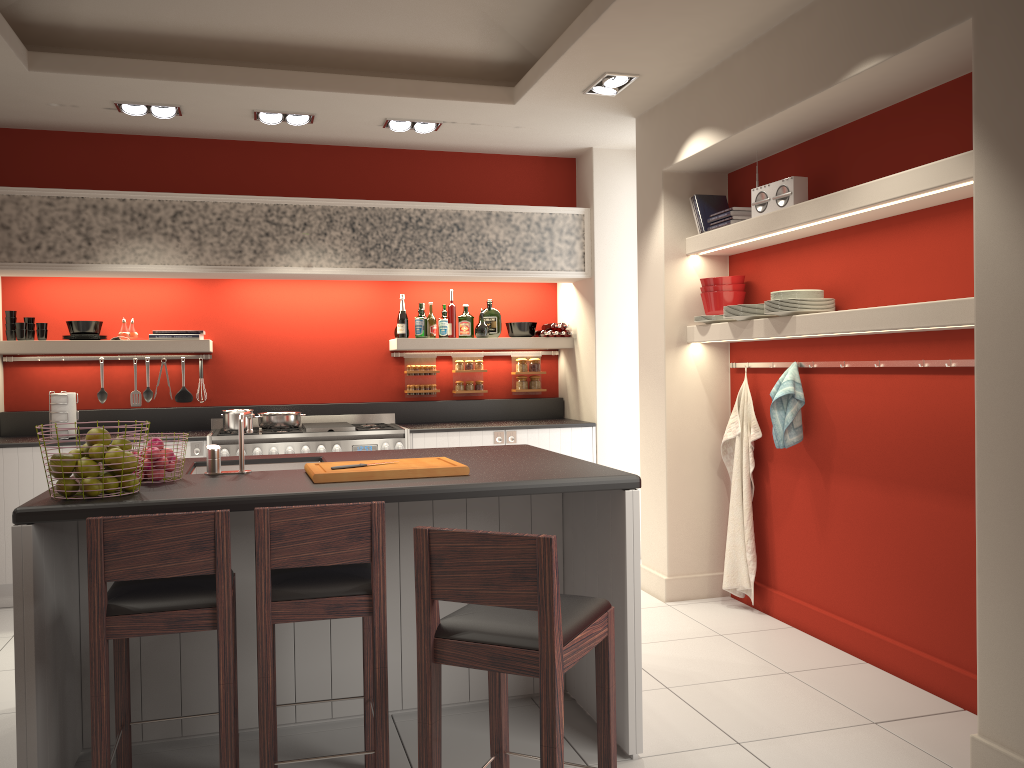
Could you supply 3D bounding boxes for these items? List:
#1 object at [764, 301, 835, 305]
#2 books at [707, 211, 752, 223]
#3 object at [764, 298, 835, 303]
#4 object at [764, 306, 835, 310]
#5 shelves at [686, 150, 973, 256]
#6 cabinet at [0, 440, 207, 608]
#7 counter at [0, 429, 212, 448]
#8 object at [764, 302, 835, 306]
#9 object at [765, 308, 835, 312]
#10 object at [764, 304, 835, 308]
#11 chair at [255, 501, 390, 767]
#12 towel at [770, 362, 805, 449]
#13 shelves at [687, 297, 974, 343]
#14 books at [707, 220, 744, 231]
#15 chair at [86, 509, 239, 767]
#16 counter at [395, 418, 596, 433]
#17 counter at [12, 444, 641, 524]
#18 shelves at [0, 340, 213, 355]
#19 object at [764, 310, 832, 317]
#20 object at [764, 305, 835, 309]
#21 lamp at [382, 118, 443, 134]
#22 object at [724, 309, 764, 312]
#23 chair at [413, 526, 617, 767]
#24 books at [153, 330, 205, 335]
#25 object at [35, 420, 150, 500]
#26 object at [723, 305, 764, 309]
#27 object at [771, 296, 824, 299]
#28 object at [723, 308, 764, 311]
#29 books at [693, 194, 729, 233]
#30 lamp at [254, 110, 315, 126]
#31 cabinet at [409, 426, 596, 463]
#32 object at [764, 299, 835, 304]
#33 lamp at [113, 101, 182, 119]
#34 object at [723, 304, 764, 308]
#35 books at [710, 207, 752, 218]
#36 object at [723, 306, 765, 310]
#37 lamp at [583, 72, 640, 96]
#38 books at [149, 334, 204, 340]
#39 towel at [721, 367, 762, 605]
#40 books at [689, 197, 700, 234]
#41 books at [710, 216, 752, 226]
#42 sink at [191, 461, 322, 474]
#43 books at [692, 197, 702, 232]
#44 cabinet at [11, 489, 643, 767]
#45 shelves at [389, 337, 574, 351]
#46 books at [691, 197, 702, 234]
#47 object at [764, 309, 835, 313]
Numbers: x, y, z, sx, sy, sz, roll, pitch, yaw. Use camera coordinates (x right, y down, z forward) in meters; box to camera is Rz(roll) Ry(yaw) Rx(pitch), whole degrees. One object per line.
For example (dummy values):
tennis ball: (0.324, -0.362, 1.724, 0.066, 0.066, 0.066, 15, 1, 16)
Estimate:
object: (1.435, -0.393, 4.431, 0.339, 0.020, 0.339, -1, 1, -13)
books: (1.260, -0.940, 5.013, 0.207, 0.030, 0.258, -1, 1, -16)
object: (1.435, -0.406, 4.431, 0.339, 0.020, 0.339, -1, 1, -13)
object: (1.436, -0.367, 4.432, 0.339, 0.020, 0.339, -1, 1, -13)
shelves: (1.590, -0.816, 4.264, 0.437, 0.100, 2.394, -1, 1, -16)
cabinet: (-2.697, 0.867, 5.843, 1.361, 0.993, 0.687, -1, 1, -16)
counter: (-2.701, 0.357, 5.834, 1.360, 0.026, 0.699, -1, 1, -16)
object: (1.435, -0.387, 4.431, 0.339, 0.020, 0.339, -1, 1, -13)
object: (1.436, -0.361, 4.432, 0.339, 0.020, 0.339, -1, 1, -13)
object: (1.435, -0.380, 4.431, 0.339, 0.020, 0.339, -1, 1, -13)
chair: (-0.623, 0.865, 2.897, 0.383, 1.008, 0.474, -1, 1, -14)
towel: (1.453, 0.111, 4.675, 0.179, 0.452, 0.209, 0, 1, 24)
shelves: (1.598, -0.285, 4.272, 0.437, 0.100, 2.394, -1, 1, -16)
books: (1.261, -0.891, 5.014, 0.207, 0.030, 0.258, -1, 1, -16)
chair: (-1.066, 0.874, 2.771, 0.383, 1.008, 0.474, -1, 1, -16)
counter: (-0.143, 0.303, 6.567, 1.360, 0.026, 0.699, -1, 1, -16)
counter: (-0.706, 0.364, 3.610, 2.054, 0.050, 1.415, -1, 1, -16)
shelves: (-2.799, -0.254, 6.111, 1.379, 0.083, 0.376, -1, 1, -16)
object: (1.436, -0.348, 4.432, 0.339, 0.020, 0.339, -1, 1, -13)
object: (1.435, -0.374, 4.431, 0.339, 0.020, 0.339, -1, 1, -13)
lamp: (-0.641, -1.687, 5.715, 0.361, 0.103, 0.199, -1, 1, -16)
object: (1.316, -0.386, 4.797, 0.339, 0.020, 0.339, -1, 1, -17)
chair: (0.027, 0.865, 2.415, 0.383, 1.008, 0.474, 0, 1, 24)
books: (-2.336, -0.361, 6.233, 0.332, 0.026, 0.207, -1, 1, -16)
object: (-1.372, 0.245, 2.915, 0.341, 0.232, 0.341, -1, 1, 17)
object: (1.316, -0.405, 4.797, 0.339, 0.020, 0.339, -1, 1, -17)
object: (1.430, -0.426, 4.447, 0.255, 0.015, 0.255, -2, 1, -35)
object: (1.316, -0.392, 4.797, 0.339, 0.020, 0.339, -1, 1, -17)
books: (1.194, -1.002, 5.242, 0.207, 0.246, 0.136, -1, 1, -16)
lamp: (-1.412, -1.670, 5.495, 0.361, 0.104, 0.199, -1, 1, -16)
cabinet: (-0.134, 0.813, 6.576, 1.361, 0.993, 0.687, -1, 1, -16)
object: (1.435, -0.400, 4.431, 0.339, 0.020, 0.339, -1, 1, -13)
lamp: (-2.162, -1.653, 5.280, 0.361, 0.109, 0.199, -1, 1, -16)
object: (1.316, -0.412, 4.796, 0.339, 0.020, 0.339, -1, 1, -17)
books: (1.271, -0.965, 5.004, 0.207, 0.019, 0.258, -1, 1, -15)
object: (1.316, -0.399, 4.797, 0.339, 0.020, 0.339, -1, 1, -17)
lamp: (0.551, -1.690, 4.962, 0.199, 0.090, 0.361, -1, 1, -16)
books: (-2.346, -0.326, 6.209, 0.331, 0.042, 0.207, -1, 1, -11)
towel: (1.304, 0.582, 5.164, 0.141, 1.362, 0.341, -1, 1, -16)
books: (1.187, -1.007, 5.321, 0.210, 0.248, 0.136, -1, 1, -16)
books: (1.271, -0.915, 5.004, 0.207, 0.019, 0.258, -1, 1, -15)
sink: (-1.070, 0.492, 3.761, 0.567, 0.258, 0.516, -1, 1, -16)
books: (1.194, -1.003, 5.270, 0.209, 0.243, 0.126, -1, 1, -16)
cabinet: (-0.704, 0.896, 3.616, 2.034, 1.011, 1.423, -1, 1, -16)
shelves: (-0.231, -0.308, 6.846, 1.379, 0.083, 0.376, -1, 1, -16)
books: (1.188, -1.002, 5.290, 0.208, 0.242, 0.126, -1, 1, -16)
object: (1.436, -0.354, 4.432, 0.339, 0.020, 0.339, -1, 1, -13)
